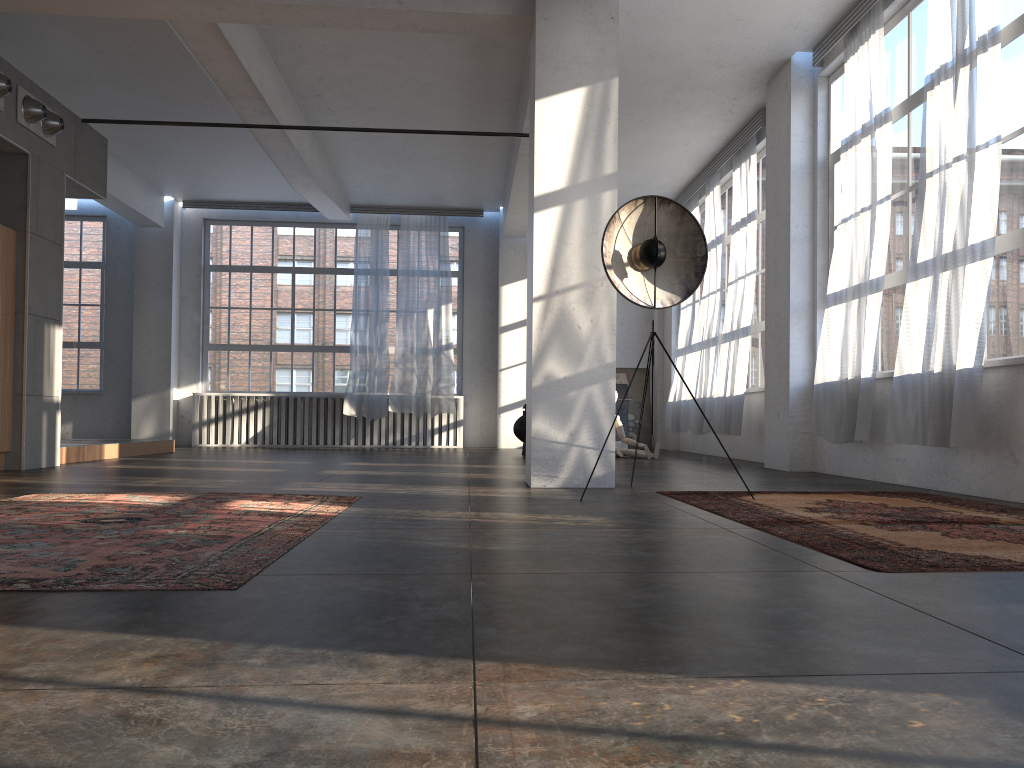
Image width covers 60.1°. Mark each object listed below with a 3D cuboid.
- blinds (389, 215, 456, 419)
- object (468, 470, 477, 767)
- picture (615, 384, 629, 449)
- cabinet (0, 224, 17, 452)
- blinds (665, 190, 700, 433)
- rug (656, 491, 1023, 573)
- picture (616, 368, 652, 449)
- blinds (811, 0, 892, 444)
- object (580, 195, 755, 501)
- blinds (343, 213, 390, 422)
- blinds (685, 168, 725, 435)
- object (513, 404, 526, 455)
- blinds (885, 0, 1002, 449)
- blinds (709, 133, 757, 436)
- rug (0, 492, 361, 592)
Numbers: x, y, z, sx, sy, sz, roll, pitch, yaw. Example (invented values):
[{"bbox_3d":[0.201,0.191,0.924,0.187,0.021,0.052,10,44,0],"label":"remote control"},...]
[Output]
[{"bbox_3d":[-1.398,-1.193,14.275,1.061,3.499,0.996,1,-1,-4],"label":"blinds"},{"bbox_3d":[-10.395,0.683,4.029,27.301,0.001,19.685,1,-2,-4],"label":"object"},{"bbox_3d":[1.267,0.525,14.908,1.439,1.141,0.303,1,-1,-7],"label":"picture"},{"bbox_3d":[-8.241,-0.804,6.145,8.137,2.561,2.371,1,-2,-5],"label":"cabinet"},{"bbox_3d":[2.570,-1.123,13.191,0.341,3.696,1.030,1,-1,-6],"label":"blinds"},{"bbox_3d":[1.940,0.658,4.375,1.822,0.009,3.119,1,-2,-4],"label":"rug"},{"bbox_3d":[1.795,0.409,15.061,1.152,1.386,0.252,1,-1,-5],"label":"picture"},{"bbox_3d":[2.870,-1.348,7.422,0.316,3.711,1.021,1,-1,-4],"label":"blinds"},{"bbox_3d":[0.895,-0.242,5.765,1.059,1.918,1.176,1,-1,-4],"label":"object"},{"bbox_3d":[-2.308,-1.163,14.329,0.695,3.557,0.874,1,-1,-5],"label":"blinds"},{"bbox_3d":[2.643,-1.162,12.006,0.316,3.711,1.021,1,-1,-4],"label":"blinds"},{"bbox_3d":[0.238,0.616,11.962,0.452,0.693,0.433,2,-2,-40],"label":"object"},{"bbox_3d":[2.919,-1.408,5.924,0.362,3.673,1.028,1,-1,-4],"label":"blinds"},{"bbox_3d":[2.704,-1.215,10.671,0.362,3.673,1.028,1,-1,-4],"label":"blinds"},{"bbox_3d":[-1.740,0.587,3.724,1.861,0.029,2.876,1,-2,-4],"label":"rug"}]
